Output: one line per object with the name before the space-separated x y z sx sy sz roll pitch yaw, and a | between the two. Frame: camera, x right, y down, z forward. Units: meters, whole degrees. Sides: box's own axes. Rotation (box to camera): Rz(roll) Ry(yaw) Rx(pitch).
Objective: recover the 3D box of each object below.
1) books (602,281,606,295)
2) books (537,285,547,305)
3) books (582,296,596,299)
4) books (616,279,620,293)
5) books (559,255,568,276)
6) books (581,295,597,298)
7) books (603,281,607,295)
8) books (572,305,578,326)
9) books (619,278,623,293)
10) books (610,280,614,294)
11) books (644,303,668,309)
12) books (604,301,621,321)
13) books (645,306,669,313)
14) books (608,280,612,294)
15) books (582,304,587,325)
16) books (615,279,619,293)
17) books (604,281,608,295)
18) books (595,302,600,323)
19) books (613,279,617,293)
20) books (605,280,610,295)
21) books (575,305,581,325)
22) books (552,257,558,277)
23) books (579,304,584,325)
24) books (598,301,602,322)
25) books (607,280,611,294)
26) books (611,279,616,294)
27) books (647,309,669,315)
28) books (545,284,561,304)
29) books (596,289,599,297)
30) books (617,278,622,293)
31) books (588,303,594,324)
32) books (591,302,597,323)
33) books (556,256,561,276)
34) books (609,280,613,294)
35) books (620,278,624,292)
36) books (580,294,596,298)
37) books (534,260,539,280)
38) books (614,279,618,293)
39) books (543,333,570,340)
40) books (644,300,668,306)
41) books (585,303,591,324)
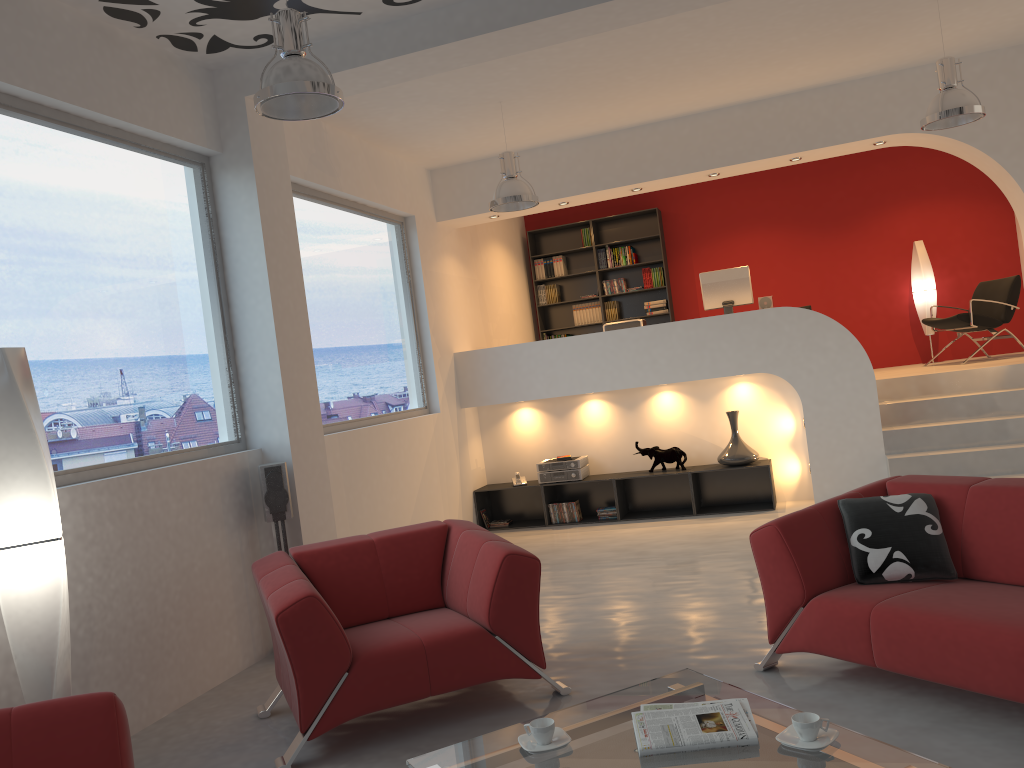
books | 1.150 -1.176 10.951 0.031 0.190 0.135 -7 0 18
books | 0.403 -1.114 11.190 0.090 0.256 0.181 -7 0 18
books | 0.965 -1.064 11.017 0.190 0.015 0.135 -7 0 18
books | 1.319 -1.197 10.894 0.031 0.190 0.135 -7 0 18
books | 0.643 -1.466 11.082 0.040 0.260 0.200 -7 0 18
books | 0.970 -1.080 11.014 0.190 0.015 0.135 -7 0 18
books | 1.164 -1.178 10.946 0.031 0.190 0.135 -7 0 18
books | 0.810 -0.849 11.057 0.040 0.260 0.200 -7 0 18
books | 1.347 -1.201 10.885 0.031 0.190 0.135 -7 0 18
books | 1.248 -1.188 10.918 0.031 0.190 0.135 -7 0 18
books | 1.745 -0.938 10.729 0.260 0.040 0.200 -7 0 18
books | 1.239 -0.894 10.927 0.146 0.240 0.170 -7 0 18
books | 1.754 -0.899 10.729 0.260 0.040 0.200 -7 0 18
books | 1.220 -1.185 10.927 0.031 0.190 0.135 -7 0 18
books | 0.924 -0.864 11.019 0.040 0.260 0.200 -7 0 18
books | 1.305 -1.196 10.899 0.031 0.190 0.135 -7 0 18
books | 1.178 -1.179 10.942 0.031 0.190 0.135 -7 0 18
books | 1.078 -0.883 10.968 0.040 0.260 0.200 -7 0 18
books | 1.277 -1.192 10.909 0.031 0.190 0.135 -7 0 18
books | 1.192 -1.181 10.937 0.031 0.190 0.135 -7 0 18
books | 0.848 -0.854 11.044 0.040 0.260 0.200 -7 0 18
books | 0.567 -1.456 11.107 0.040 0.260 0.200 -7 0 18
books | 0.886 -0.859 11.032 0.040 0.260 0.200 -7 0 18
books | 1.115 -0.888 10.955 0.040 0.260 0.200 -7 0 18
books | 1.206 -1.183 10.932 0.031 0.190 0.135 -7 0 18
books | 1.263 -1.190 10.913 0.031 0.190 0.135 -7 0 18
books | 1.778 -0.861 10.727 0.260 0.040 0.200 -7 0 20
books | 0.517 -1.121 11.152 0.146 0.240 0.170 -7 0 18
books | 1.078 -1.165 10.975 0.063 0.187 0.135 -7 0 18
books | 1.333 -1.199 10.890 0.031 0.190 0.135 -7 0 18
books | 1.000 -0.874 10.994 0.040 0.260 0.200 -7 0 18
books | 1.039 -0.878 10.981 0.040 0.260 0.200 -7 0 18
books | 0.605 -1.461 11.094 0.040 0.260 0.200 -7 0 18
books | 1.234 -1.187 10.923 0.031 0.190 0.135 -7 0 18
books | 1.362 -1.203 10.880 0.031 0.190 0.135 -7 0 18
books | 0.951 -1.093 11.020 0.190 0.015 0.135 -7 0 18
books | 0.337 -1.427 11.183 0.040 0.260 0.200 -7 0 18
books | 1.291 -1.194 10.904 0.031 0.190 0.135 -7 0 18
books | 0.592 -0.516 11.133 0.341 0.286 0.231 -7 0 18
books | 1.746 -0.978 10.718 0.260 0.040 0.200 -7 0 18
books | 0.962 -0.869 11.006 0.040 0.260 0.200 -7 0 18
